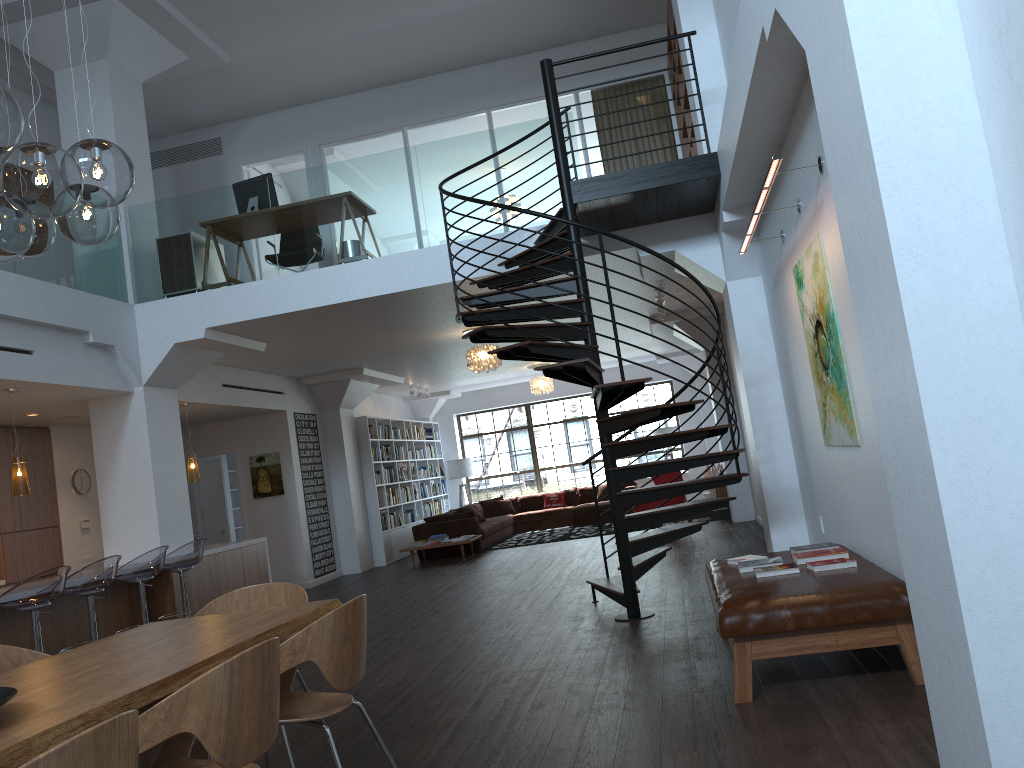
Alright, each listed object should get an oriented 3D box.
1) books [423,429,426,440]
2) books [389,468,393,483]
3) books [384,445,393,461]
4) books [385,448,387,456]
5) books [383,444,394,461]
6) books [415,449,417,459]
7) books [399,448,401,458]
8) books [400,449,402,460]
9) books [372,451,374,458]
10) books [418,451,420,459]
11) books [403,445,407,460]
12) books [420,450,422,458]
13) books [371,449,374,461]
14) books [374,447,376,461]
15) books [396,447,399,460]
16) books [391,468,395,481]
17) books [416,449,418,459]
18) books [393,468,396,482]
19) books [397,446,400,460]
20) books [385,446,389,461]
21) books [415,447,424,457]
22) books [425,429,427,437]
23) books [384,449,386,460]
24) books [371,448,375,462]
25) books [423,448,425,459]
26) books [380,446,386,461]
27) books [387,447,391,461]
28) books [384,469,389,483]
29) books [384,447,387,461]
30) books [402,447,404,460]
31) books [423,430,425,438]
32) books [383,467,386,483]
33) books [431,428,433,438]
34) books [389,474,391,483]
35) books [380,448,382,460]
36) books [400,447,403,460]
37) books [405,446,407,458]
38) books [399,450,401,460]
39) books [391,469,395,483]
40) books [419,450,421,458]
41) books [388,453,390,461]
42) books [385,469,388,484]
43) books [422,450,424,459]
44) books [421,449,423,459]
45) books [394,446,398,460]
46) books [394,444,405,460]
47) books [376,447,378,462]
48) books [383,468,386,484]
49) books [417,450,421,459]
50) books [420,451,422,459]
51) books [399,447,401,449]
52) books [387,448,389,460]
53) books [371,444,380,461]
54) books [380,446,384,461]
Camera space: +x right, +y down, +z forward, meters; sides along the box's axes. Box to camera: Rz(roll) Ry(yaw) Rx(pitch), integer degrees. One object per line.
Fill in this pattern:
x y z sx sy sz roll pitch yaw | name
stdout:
-1.815 1.023 17.690 0.161 0.223 0.032 -9 -5 9 | books
-2.145 1.577 15.164 0.182 0.253 0.034 -9 -5 9 | books
-2.190 1.208 15.411 0.198 0.284 0.049 -9 -5 9 | books
-2.221 1.219 15.148 0.161 0.223 0.033 -9 -5 9 | books
-2.165 1.206 15.460 0.176 0.291 0.053 -9 -5 9 | books
-1.888 1.348 16.901 0.146 0.202 0.027 -9 -5 9 | books
-2.074 1.268 15.894 0.161 0.223 0.026 -9 -5 9 | books
-2.067 1.269 15.920 0.161 0.223 0.027 -9 -5 9 | books
-2.337 1.184 14.382 0.161 0.182 0.170 -9 -5 9 | books
-1.843 1.379 17.085 0.106 0.162 0.032 -9 -5 9 | books
-2.039 1.259 16.177 0.197 0.283 0.065 -9 -5 9 | books
-1.825 1.385 17.259 0.128 0.178 0.022 -9 -5 9 | books
-2.331 1.173 14.462 0.161 0.218 0.101 -9 -5 9 | books
-2.315 1.167 14.522 0.172 0.235 0.112 -9 -5 9 | books
-2.109 1.246 15.695 0.174 0.239 0.045 -9 -5 9 | books
-2.125 1.588 15.302 0.182 0.253 0.034 -9 -5 9 | books
-1.880 1.357 16.959 0.139 0.191 0.036 -9 -5 9 | books
-2.109 1.588 15.334 0.182 0.253 0.034 -9 -5 9 | books
-2.094 1.246 15.794 0.182 0.253 0.034 -9 -5 9 | books
-2.219 1.207 15.186 0.183 0.253 0.042 -9 -5 9 | books
-1.812 1.369 17.395 0.140 0.231 0.042 -9 -5 9 | books
-1.798 1.030 17.788 0.161 0.223 0.033 -9 -5 9 | books
-2.238 1.201 15.075 0.160 0.251 0.039 -9 -5 9 | books
-2.323 1.167 14.491 0.152 0.232 0.104 -9 -5 9 | books
-1.806 1.375 17.443 0.158 0.226 0.052 -9 -5 9 | books
-2.248 1.194 15.036 0.180 0.259 0.042 -9 -5 9 | books
-2.188 1.219 15.294 0.174 0.240 0.054 -9 -5 9 | books
-2.184 1.568 14.970 0.170 0.245 0.057 -9 -5 9 | books
-2.228 1.205 15.113 0.171 0.246 0.039 -9 -5 9 | books
-2.051 1.270 16.038 0.174 0.239 0.045 -9 -5 9 | books
-1.831 1.009 17.662 0.160 0.251 0.031 -9 -5 9 | books
-2.212 1.538 14.847 0.176 0.290 0.053 -9 -5 9 | books
-1.724 1.049 18.259 0.183 0.253 0.042 -9 -5 9 | books
-2.164 1.585 15.095 0.167 0.230 0.037 -9 -5 9 | books
-2.272 1.193 14.861 0.174 0.236 0.142 -9 -6 10 | books
-2.063 1.264 15.989 0.170 0.245 0.057 -9 -5 9 | books
-2.010 1.278 16.245 0.159 0.250 0.026 -9 -5 9 | books
-2.089 1.263 15.863 0.167 0.230 0.037 -9 -5 9 | books
-2.125 1.591 15.262 0.174 0.239 0.045 -9 -5 9 | books
-1.842 1.380 17.214 0.134 0.184 0.030 -9 -5 9 | books
-2.199 1.225 15.251 0.161 0.223 0.033 -9 -5 9 | books
-2.189 1.567 14.919 0.174 0.239 0.045 -9 -5 9 | books
-1.812 1.385 17.353 0.139 0.191 0.036 -9 -5 9 | books
-1.822 1.380 17.314 0.136 0.196 0.045 -9 -5 9 | books
-2.119 1.233 15.622 0.182 0.253 0.034 -9 -5 9 | books
-2.046 1.251 16.117 0.176 0.290 0.053 -9 -5 9 | books
-2.305 1.170 14.605 0.174 0.242 0.105 -9 -5 9 | books
-2.226 1.538 14.788 0.197 0.283 0.065 -9 -5 9 | books
-1.845 1.381 17.188 0.128 0.178 0.022 -9 -5 9 | books
-1.830 1.383 17.238 0.128 0.178 0.021 -9 -5 9 | books
-2.073 1.259 15.948 0.159 0.250 0.026 -9 -5 9 | books
-2.196 1.222 15.218 0.161 0.223 0.032 -9 -5 9 | books
-2.286 1.150 14.681 0.176 0.290 0.053 -9 -5 9 | books
-2.257 1.190 14.950 0.183 0.253 0.042 -9 -5 9 | books
